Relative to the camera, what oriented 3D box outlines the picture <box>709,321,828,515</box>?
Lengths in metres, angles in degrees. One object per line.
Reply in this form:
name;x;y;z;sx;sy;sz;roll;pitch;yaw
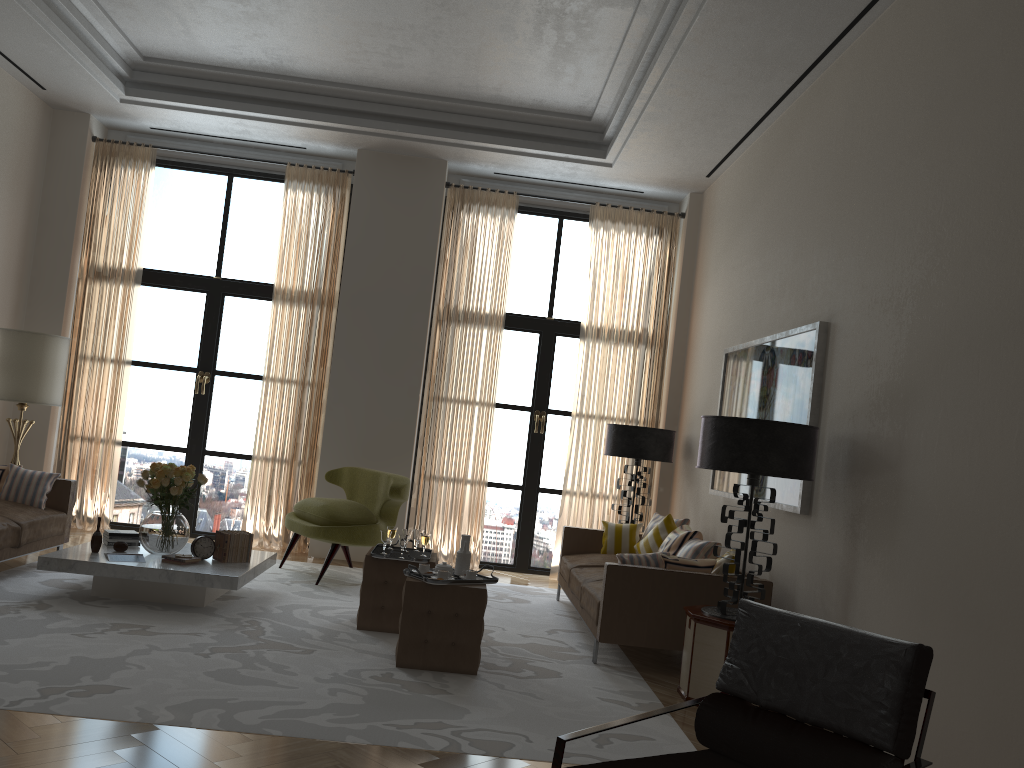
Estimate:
picture;2.208;0.320;7.870;0.080;1.479;2.269;7;-3;-4

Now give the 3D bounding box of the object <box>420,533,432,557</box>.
object;-0.747;1.375;7.573;0.098;0.191;0.098;6;-3;23

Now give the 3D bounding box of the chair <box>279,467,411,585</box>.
chair;-1.894;1.524;9.694;1.031;1.212;1.789;8;-4;-35

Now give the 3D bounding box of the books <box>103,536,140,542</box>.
books;-3.539;1.405;8.026;0.263;0.024;0.207;10;-5;-40

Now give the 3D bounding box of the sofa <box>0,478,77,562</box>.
sofa;-4.888;1.189;7.184;1.352;0.818;2.983;7;-4;-3

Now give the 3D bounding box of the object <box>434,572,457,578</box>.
object;-0.488;1.398;6.496;0.186;0.026;0.041;6;-3;5

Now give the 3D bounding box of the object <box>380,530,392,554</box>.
object;-1.064;1.329;7.430;0.098;0.191;0.098;6;-3;23

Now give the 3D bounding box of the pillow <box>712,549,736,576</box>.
pillow;1.721;1.614;7.339;0.296;0.475;0.516;6;-3;18

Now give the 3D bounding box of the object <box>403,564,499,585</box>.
object;-0.446;1.392;6.562;0.722;0.101;0.440;10;-5;-39

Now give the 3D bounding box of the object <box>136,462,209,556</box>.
object;-3.000;1.105;7.797;0.540;0.820;0.627;7;-3;-7

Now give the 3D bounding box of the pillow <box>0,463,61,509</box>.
pillow;-4.584;0.988;8.383;0.498;0.427;0.327;7;-3;-15

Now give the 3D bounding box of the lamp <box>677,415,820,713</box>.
lamp;1.675;1.277;6.381;0.830;2.016;0.830;7;-2;-2

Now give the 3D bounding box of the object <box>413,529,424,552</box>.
object;-0.833;1.381;7.827;0.098;0.191;0.098;4;-3;44

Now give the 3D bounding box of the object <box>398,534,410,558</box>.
object;-0.897;1.338;7.283;0.098;0.191;0.098;7;-2;-3

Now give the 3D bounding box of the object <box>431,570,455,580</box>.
object;-0.498;1.381;6.397;0.176;0.067;0.176;7;-3;-1

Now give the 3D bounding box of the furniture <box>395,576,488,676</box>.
furniture;-0.515;1.743;6.550;0.614;0.615;0.614;7;-3;-3

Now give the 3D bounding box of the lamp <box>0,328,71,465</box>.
lamp;-5.391;0.562;9.685;0.769;2.252;0.767;8;-3;-40

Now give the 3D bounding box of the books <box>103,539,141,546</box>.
books;-3.540;1.435;8.037;0.281;0.035;0.207;9;-5;-36

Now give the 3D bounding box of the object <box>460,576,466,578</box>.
object;-0.326;1.439;6.622;0.041;0.015;0.187;4;-5;38

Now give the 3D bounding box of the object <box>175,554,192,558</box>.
object;-2.782;1.456;7.516;0.139;0.019;0.137;8;-4;-19

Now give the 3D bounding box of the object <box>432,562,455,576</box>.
object;-0.509;1.379;6.642;0.176;0.105;0.136;7;-3;-7

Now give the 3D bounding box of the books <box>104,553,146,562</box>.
books;-3.235;1.436;7.408;0.281;0.038;0.383;9;-4;-30

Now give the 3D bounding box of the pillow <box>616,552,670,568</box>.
pillow;1.027;1.557;7.248;0.498;0.427;0.327;7;-3;-15

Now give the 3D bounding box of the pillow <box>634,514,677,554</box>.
pillow;1.549;1.643;9.152;0.766;0.616;0.356;4;-4;41

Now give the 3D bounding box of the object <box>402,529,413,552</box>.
object;-0.918;1.364;7.713;0.098;0.191;0.098;7;-2;-3

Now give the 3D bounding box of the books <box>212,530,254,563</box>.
books;-2.478;1.439;7.869;0.282;0.264;0.210;9;-4;-43

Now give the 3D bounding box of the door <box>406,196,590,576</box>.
door;0.392;0.090;11.546;3.086;4.762;0.240;7;-2;-3

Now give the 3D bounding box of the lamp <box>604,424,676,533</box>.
lamp;1.440;1.524;10.603;0.829;2.016;0.830;6;-2;1

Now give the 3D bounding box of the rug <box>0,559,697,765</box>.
rug;-1.788;1.935;7.492;5.518;0.065;5.738;7;-4;-3

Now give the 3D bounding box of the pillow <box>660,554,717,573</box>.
pillow;1.391;1.601;7.232;0.464;0.411;0.304;7;-3;-5

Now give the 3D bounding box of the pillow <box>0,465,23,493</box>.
pillow;-4.950;0.950;8.399;0.464;0.411;0.304;7;-3;-5

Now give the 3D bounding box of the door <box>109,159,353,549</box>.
door;-3.868;-0.413;11.316;3.258;4.762;0.240;7;-2;-3

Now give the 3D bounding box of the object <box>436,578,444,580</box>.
object;-0.511;1.394;6.297;0.053;0.025;0.049;7;-3;-1

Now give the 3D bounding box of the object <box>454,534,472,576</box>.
object;-0.370;1.301;6.741;0.113;0.305;0.126;5;-3;34

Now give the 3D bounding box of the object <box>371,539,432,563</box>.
object;-0.933;1.412;7.566;0.491;0.092;0.803;7;-4;-3

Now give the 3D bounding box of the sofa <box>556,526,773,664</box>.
sofa;1.260;1.974;8.425;1.352;0.818;2.983;7;-4;-3

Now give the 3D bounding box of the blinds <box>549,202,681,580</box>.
blinds;1.346;0.176;11.372;1.242;4.869;0.419;7;-2;-1

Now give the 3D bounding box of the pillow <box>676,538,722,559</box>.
pillow;1.675;1.700;8.206;0.371;0.565;0.660;7;-3;-8

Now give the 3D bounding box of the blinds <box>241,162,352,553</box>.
blinds;-2.696;-0.302;11.154;0.874;4.869;0.418;7;-2;0

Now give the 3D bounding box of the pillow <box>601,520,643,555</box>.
pillow;1.194;1.715;9.678;0.482;0.432;0.318;6;-3;7

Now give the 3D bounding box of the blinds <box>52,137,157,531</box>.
blinds;-5.070;-0.576;11.027;0.780;4.881;0.420;7;-2;-1

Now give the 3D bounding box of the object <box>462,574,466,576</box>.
object;-0.351;1.437;6.647;0.053;0.025;0.049;9;-4;-36

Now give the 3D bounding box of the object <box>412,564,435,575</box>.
object;-0.646;1.360;6.515;0.176;0.067;0.176;8;-4;-27

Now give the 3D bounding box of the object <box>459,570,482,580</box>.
object;-0.301;1.416;6.560;0.176;0.067;0.176;7;-3;-4

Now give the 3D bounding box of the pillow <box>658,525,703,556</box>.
pillow;1.602;1.651;8.585;0.403;0.547;0.618;7;-3;0

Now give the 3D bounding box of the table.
table;-3.047;1.675;7.836;1.584;0.343;1.502;7;-4;-3

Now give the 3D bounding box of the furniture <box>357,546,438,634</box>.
furniture;-0.967;1.757;7.557;0.614;0.615;0.614;7;-3;-3

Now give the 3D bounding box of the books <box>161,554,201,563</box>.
books;-2.797;1.475;7.509;0.255;0.026;0.202;5;-4;22

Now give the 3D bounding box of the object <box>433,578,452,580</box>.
object;-0.518;1.397;6.332;0.187;0.015;0.041;8;-4;-16

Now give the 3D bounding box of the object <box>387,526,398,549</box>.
object;-1.059;1.352;7.778;0.098;0.191;0.098;7;-3;-20

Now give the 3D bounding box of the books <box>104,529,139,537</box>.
books;-3.537;1.353;8.032;0.260;0.030;0.207;9;-5;-36

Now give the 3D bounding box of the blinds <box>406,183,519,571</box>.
blinds;-0.615;-0.056;11.268;0.960;4.869;0.419;7;-2;-1

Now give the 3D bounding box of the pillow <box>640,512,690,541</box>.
pillow;1.602;1.691;9.552;0.356;0.575;0.623;8;-3;-24

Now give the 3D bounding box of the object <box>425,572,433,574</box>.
object;-0.609;1.380;6.462;0.052;0.027;0.080;3;-5;44

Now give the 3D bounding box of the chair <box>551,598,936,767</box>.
chair;0.812;1.414;3.138;1.137;1.134;0.876;9;-3;-38

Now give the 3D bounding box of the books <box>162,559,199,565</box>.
books;-2.810;1.497;7.507;0.197;0.024;0.256;6;-4;14

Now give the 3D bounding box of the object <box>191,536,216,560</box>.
object;-2.700;1.432;7.752;0.205;0.209;0.082;9;-3;-42

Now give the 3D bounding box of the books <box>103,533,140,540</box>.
books;-3.535;1.381;8.040;0.281;0.024;0.229;9;-5;-38
